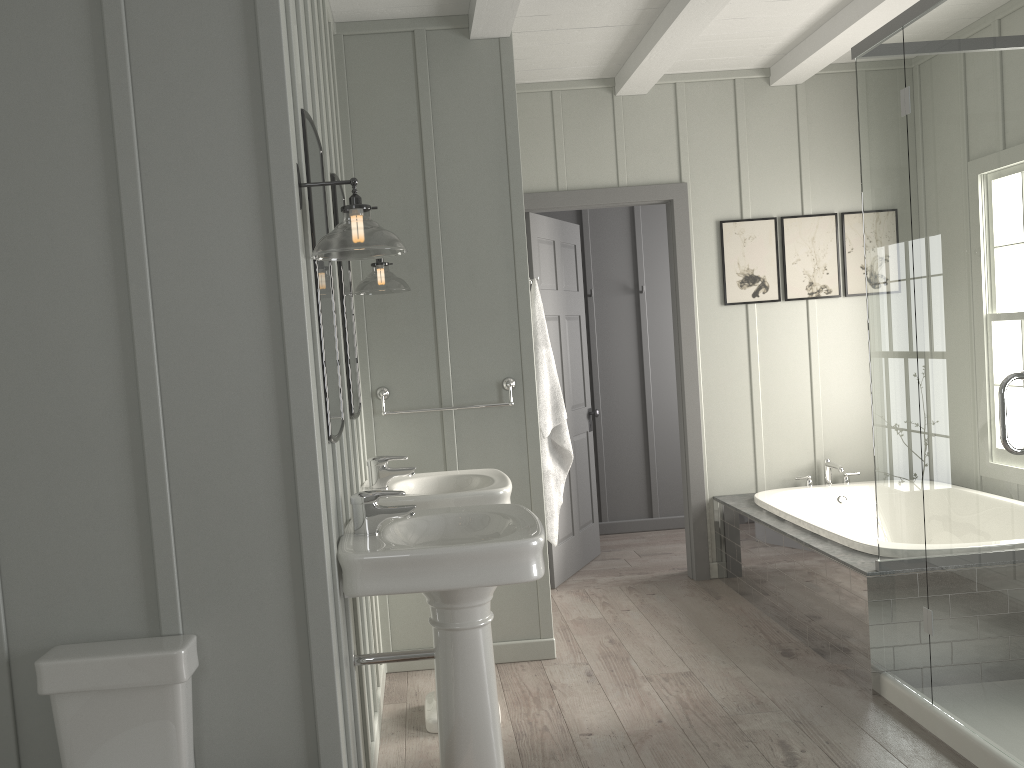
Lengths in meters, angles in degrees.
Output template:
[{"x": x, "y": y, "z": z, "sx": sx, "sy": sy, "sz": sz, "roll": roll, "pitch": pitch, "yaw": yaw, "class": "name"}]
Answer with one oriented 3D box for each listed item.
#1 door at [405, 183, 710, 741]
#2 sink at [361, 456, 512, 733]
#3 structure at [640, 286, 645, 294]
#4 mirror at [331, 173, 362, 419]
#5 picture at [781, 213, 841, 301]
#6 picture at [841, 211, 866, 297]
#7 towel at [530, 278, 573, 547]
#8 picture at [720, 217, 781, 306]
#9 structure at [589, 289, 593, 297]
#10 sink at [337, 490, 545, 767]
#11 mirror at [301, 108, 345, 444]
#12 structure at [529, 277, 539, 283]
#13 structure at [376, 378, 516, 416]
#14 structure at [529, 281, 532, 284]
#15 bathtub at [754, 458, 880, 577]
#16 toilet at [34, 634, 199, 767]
[{"x": 0.537, "y": 0.182, "z": 1.747, "sx": 4.245, "sy": 2.198, "sz": 7.802, "roll": -4, "pitch": 3, "yaw": -5, "class": "door"}, {"x": -0.262, "y": 0.758, "z": 3.326, "sx": 0.565, "sy": 1.014, "sz": 0.571, "roll": -4, "pitch": 3, "yaw": -4, "class": "sink"}, {"x": 0.899, "y": -0.655, "z": 6.158, "sx": 0.019, "sy": 0.051, "sz": 0.136, "roll": -4, "pitch": 3, "yaw": -6, "class": "structure"}, {"x": -0.605, "y": -0.312, "z": 3.246, "sx": 0.015, "sy": 0.884, "sz": 0.426, "roll": -4, "pitch": 3, "yaw": -6, "class": "mirror"}, {"x": 1.645, "y": -0.697, "z": 4.860, "sx": 0.312, "sy": 0.462, "sz": 0.012, "roll": -4, "pitch": 3, "yaw": -2, "class": "picture"}, {"x": 1.981, "y": -0.722, "z": 4.871, "sx": 0.312, "sy": 0.462, "sz": 0.012, "roll": -4, "pitch": 3, "yaw": -2, "class": "picture"}, {"x": 0.181, "y": 0.125, "z": 4.014, "sx": 0.162, "sy": 1.205, "sz": 0.318, "roll": -4, "pitch": 3, "yaw": 0, "class": "towel"}, {"x": 1.308, "y": -0.672, "z": 4.848, "sx": 0.312, "sy": 0.462, "sz": 0.012, "roll": -4, "pitch": 3, "yaw": -2, "class": "picture"}, {"x": 0.544, "y": -0.628, "z": 6.139, "sx": 0.019, "sy": 0.051, "sz": 0.136, "roll": -4, "pitch": 3, "yaw": -6, "class": "structure"}, {"x": -0.175, "y": 0.790, "z": 2.517, "sx": 0.565, "sy": 1.014, "sz": 0.571, "roll": -4, "pitch": 3, "yaw": -4, "class": "sink"}, {"x": -0.517, "y": -0.280, "z": 2.432, "sx": 0.015, "sy": 0.884, "sz": 0.426, "roll": -4, "pitch": 3, "yaw": -6, "class": "mirror"}, {"x": 0.083, "y": -0.466, "z": 3.970, "sx": 0.079, "sy": 0.056, "sz": 0.056, "roll": -4, "pitch": 3, "yaw": -3, "class": "structure"}, {"x": -0.279, "y": 0.055, "z": 3.788, "sx": 0.601, "sy": 0.123, "sz": 0.054, "roll": -4, "pitch": 3, "yaw": -2, "class": "structure"}, {"x": 0.056, "y": -0.476, "z": 4.222, "sx": 0.079, "sy": 0.056, "sz": 0.056, "roll": -4, "pitch": 3, "yaw": -3, "class": "structure"}, {"x": 1.836, "y": 0.682, "z": 4.147, "sx": 1.045, "sy": 0.490, "sz": 1.565, "roll": -4, "pitch": 3, "yaw": -5, "class": "bathtub"}, {"x": -0.838, "y": 0.988, "z": 1.812, "sx": 0.331, "sy": 0.787, "sz": 0.526, "roll": -4, "pitch": 3, "yaw": -5, "class": "toilet"}]
